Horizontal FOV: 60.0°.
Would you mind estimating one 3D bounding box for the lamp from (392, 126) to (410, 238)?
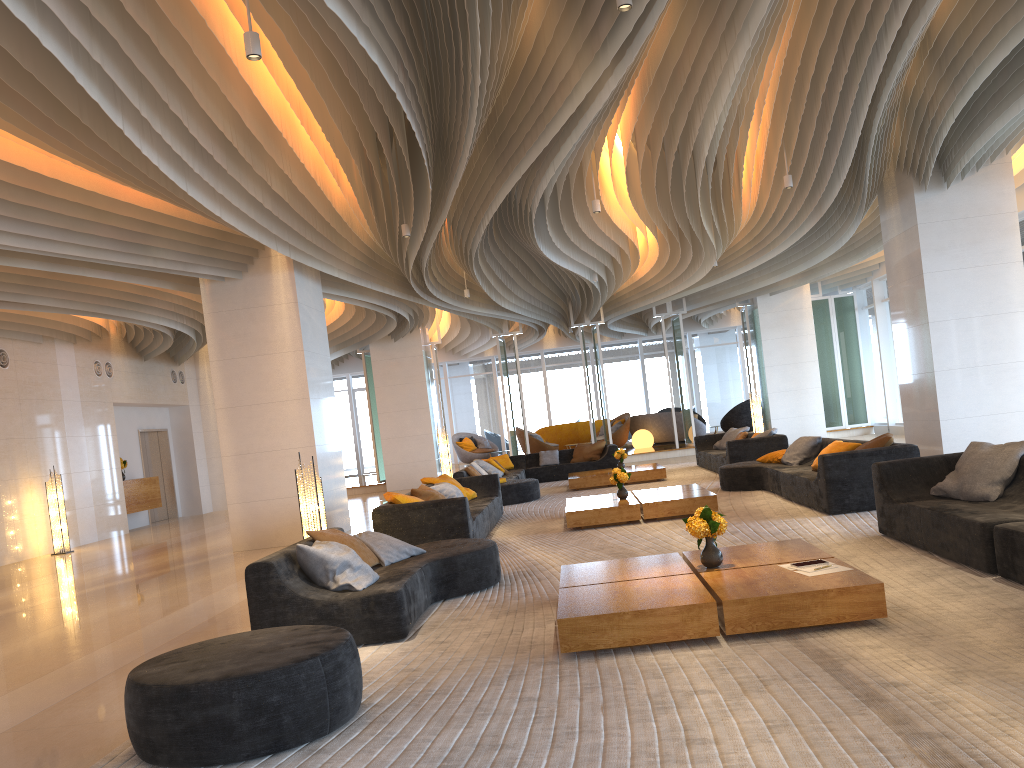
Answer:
[{"bbox_3d":[-1.298,-2.437,10.160,0.089,1.507,0.089,-7,1,-6],"label":"lamp"}]

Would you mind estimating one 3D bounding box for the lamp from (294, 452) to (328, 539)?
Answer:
[{"bbox_3d":[-1.793,1.201,8.007,0.250,1.198,0.250,-7,1,3],"label":"lamp"}]

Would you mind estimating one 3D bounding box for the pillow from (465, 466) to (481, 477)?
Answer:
[{"bbox_3d":[-0.580,1.484,14.437,0.328,0.311,0.425,-7,-1,5],"label":"pillow"}]

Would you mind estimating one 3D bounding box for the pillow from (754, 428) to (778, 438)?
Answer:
[{"bbox_3d":[3.887,0.909,13.928,0.541,0.378,0.645,-8,-2,25],"label":"pillow"}]

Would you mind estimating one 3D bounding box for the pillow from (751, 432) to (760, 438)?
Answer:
[{"bbox_3d":[3.910,0.959,14.442,0.321,0.312,0.409,-7,-1,5],"label":"pillow"}]

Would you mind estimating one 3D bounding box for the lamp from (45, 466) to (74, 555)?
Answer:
[{"bbox_3d":[-7.464,2.063,14.549,0.250,1.451,0.250,-7,1,3],"label":"lamp"}]

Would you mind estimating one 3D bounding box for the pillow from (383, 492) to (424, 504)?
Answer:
[{"bbox_3d":[-0.977,1.252,8.931,0.552,0.378,0.633,-6,-2,-19],"label":"pillow"}]

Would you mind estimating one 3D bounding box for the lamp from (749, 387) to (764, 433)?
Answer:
[{"bbox_3d":[4.809,0.731,17.359,0.250,1.451,0.250,-7,1,3],"label":"lamp"}]

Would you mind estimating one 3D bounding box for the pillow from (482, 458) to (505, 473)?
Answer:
[{"bbox_3d":[-0.373,1.547,16.577,0.328,0.335,0.417,-6,-1,-31],"label":"pillow"}]

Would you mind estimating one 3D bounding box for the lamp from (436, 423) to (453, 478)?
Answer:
[{"bbox_3d":[-1.246,1.419,16.614,0.250,1.451,0.250,-7,1,3],"label":"lamp"}]

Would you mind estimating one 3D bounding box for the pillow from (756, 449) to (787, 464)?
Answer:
[{"bbox_3d":[3.553,0.956,11.636,0.593,0.193,0.443,-5,-3,-32],"label":"pillow"}]

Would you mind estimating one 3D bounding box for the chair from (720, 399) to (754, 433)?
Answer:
[{"bbox_3d":[6.492,0.908,24.705,1.534,1.006,1.124,-6,-1,-25],"label":"chair"}]

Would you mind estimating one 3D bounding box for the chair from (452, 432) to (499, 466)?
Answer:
[{"bbox_3d":[-1.081,1.887,26.264,1.539,1.006,1.121,-5,-2,-44],"label":"chair"}]

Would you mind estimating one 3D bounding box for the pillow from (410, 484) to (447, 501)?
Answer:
[{"bbox_3d":[-0.858,1.289,9.571,0.443,0.410,0.603,-7,-2,5],"label":"pillow"}]

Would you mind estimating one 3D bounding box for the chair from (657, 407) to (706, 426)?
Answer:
[{"bbox_3d":[5.006,1.159,26.263,1.528,1.006,1.129,-6,-1,-15],"label":"chair"}]

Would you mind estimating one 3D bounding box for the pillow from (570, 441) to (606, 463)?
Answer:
[{"bbox_3d":[1.553,1.386,18.089,0.632,0.378,0.553,-8,-2,25],"label":"pillow"}]

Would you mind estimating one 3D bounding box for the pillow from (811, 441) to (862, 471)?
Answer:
[{"bbox_3d":[3.523,0.829,9.692,0.449,0.394,0.638,-7,-2,3],"label":"pillow"}]

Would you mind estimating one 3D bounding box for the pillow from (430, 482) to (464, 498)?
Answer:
[{"bbox_3d":[-0.781,1.368,10.611,0.419,0.377,0.588,-7,-2,5],"label":"pillow"}]

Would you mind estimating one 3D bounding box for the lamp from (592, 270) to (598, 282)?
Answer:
[{"bbox_3d":[1.344,-2.510,15.250,0.090,1.507,0.088,-8,1,-42],"label":"lamp"}]

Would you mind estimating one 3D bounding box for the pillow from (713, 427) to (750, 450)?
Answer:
[{"bbox_3d":[4.065,1.011,16.509,0.552,0.378,0.633,-6,-2,-19],"label":"pillow"}]

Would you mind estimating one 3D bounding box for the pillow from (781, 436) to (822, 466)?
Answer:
[{"bbox_3d":[3.617,0.868,11.110,0.461,0.416,0.666,-7,-2,3],"label":"pillow"}]

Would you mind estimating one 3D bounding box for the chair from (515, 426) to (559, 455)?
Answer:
[{"bbox_3d":[0.686,1.570,24.043,1.130,1.005,1.526,-7,-2,11],"label":"chair"}]

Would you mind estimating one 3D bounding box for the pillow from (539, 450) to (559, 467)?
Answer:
[{"bbox_3d":[0.757,1.510,18.103,0.407,0.312,0.323,-7,-1,5],"label":"pillow"}]

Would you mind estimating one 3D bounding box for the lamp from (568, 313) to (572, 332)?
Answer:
[{"bbox_3d":[1.477,-2.127,23.610,0.088,1.507,0.089,-7,1,12],"label":"lamp"}]

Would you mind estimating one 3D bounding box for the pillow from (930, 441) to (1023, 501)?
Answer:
[{"bbox_3d":[3.365,0.610,6.337,0.552,0.378,0.633,-6,-2,-19],"label":"pillow"}]

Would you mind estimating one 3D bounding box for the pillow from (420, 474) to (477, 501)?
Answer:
[{"bbox_3d":[-0.799,1.354,11.512,0.541,0.378,0.645,-8,-2,25],"label":"pillow"}]

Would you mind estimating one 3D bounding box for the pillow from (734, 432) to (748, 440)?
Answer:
[{"bbox_3d":[3.994,1.007,15.668,0.322,0.312,0.408,-7,-1,1],"label":"pillow"}]

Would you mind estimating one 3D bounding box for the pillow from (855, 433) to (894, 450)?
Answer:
[{"bbox_3d":[3.537,0.708,8.836,0.541,0.378,0.645,-8,-2,25],"label":"pillow"}]

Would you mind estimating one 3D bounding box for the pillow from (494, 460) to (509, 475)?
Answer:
[{"bbox_3d":[-0.289,1.573,16.731,0.334,0.319,0.407,-6,-1,-29],"label":"pillow"}]

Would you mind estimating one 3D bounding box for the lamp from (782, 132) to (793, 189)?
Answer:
[{"bbox_3d":[3.039,-2.962,10.006,0.089,1.507,0.089,-7,1,-6],"label":"lamp"}]

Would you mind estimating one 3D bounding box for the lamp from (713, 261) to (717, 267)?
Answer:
[{"bbox_3d":[3.385,-2.757,15.175,0.090,1.507,0.088,-8,1,-42],"label":"lamp"}]

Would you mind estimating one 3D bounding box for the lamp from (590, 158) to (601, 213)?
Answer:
[{"bbox_3d":[0.878,-2.700,10.087,0.090,1.507,0.088,-7,1,-24],"label":"lamp"}]

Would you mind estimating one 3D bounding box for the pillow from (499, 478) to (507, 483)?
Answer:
[{"bbox_3d":[-0.355,1.545,14.117,0.405,0.136,0.422,-9,-3,37],"label":"pillow"}]

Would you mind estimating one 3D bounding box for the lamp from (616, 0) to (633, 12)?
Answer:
[{"bbox_3d":[0.558,-2.901,5.071,0.090,1.507,0.088,-8,1,-42],"label":"lamp"}]

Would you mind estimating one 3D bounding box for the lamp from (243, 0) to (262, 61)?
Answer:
[{"bbox_3d":[-1.588,-2.641,5.141,0.090,1.507,0.088,-8,1,-42],"label":"lamp"}]

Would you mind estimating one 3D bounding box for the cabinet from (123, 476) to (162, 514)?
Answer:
[{"bbox_3d":[-7.868,2.308,18.268,0.558,0.662,1.513,-7,-2,3],"label":"cabinet"}]

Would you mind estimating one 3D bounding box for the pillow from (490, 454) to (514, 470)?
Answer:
[{"bbox_3d":[-0.214,1.604,18.130,0.413,0.316,0.337,-6,-1,-25],"label":"pillow"}]

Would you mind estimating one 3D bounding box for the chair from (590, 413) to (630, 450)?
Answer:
[{"bbox_3d":[2.729,1.350,24.551,1.141,1.005,1.512,-7,-2,-9],"label":"chair"}]

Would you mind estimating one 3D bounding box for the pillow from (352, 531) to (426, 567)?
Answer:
[{"bbox_3d":[-0.966,1.215,6.654,0.465,0.247,0.434,-8,-2,38],"label":"pillow"}]

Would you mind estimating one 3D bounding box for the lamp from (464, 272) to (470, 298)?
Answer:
[{"bbox_3d":[-0.862,-2.242,15.332,0.090,1.507,0.088,-8,1,-42],"label":"lamp"}]

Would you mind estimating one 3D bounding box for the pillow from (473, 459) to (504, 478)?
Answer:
[{"bbox_3d":[-0.439,1.547,16.241,0.546,0.377,0.651,-7,-2,-1],"label":"pillow"}]
